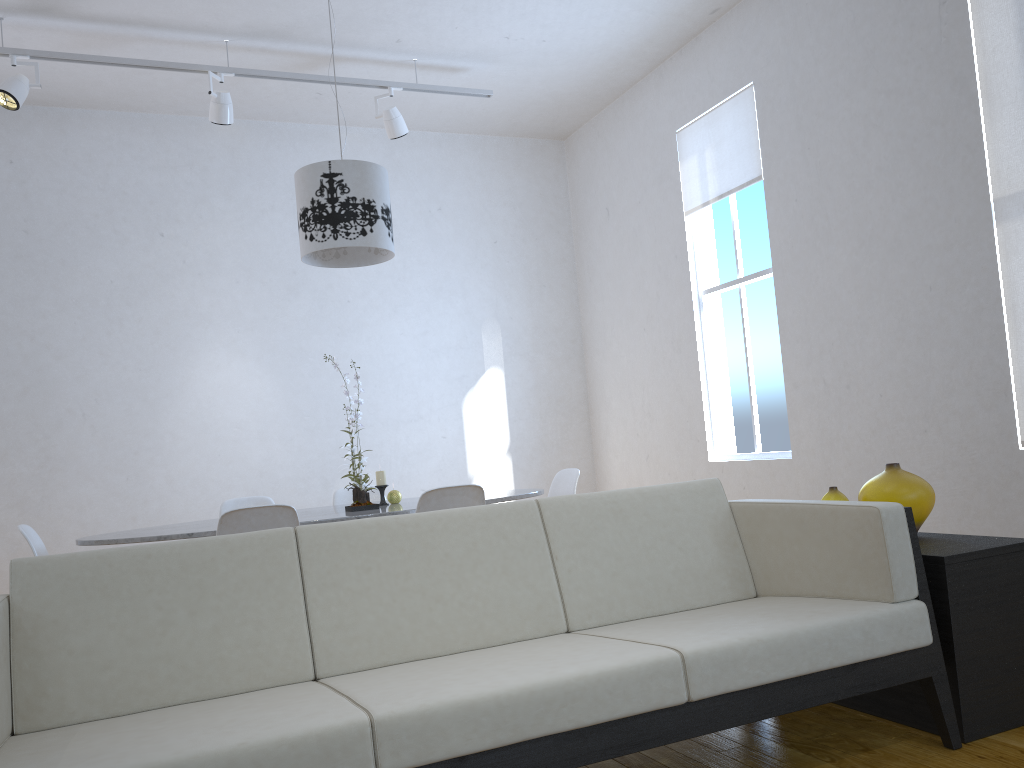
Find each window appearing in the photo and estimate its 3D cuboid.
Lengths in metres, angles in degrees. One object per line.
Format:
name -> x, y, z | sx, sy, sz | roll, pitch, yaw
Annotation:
window -> 1.374, -0.612, 5.315 | 0.073, 2.125, 0.776 | -4, -3, -24

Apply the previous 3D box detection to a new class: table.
table -> -0.728, 0.839, 3.675 | 1.908, 0.622, 1.073 | -3, -4, -25

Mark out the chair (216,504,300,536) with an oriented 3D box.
chair -> -0.911, 0.605, 3.174 | 0.405, 0.351, 0.420 | -4, -4, -20

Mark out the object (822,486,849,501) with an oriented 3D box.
object -> 0.961, 0.385, 2.629 | 0.096, 0.160, 0.096 | -6, -3, 18

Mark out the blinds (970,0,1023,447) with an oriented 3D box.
blinds -> 2.149, -0.830, 3.335 | 0.007, 2.107, 0.763 | -4, -3, -24

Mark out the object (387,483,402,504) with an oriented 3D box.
object -> -0.512, 0.474, 3.850 | 0.063, 0.091, 0.062 | -7, -3, 24

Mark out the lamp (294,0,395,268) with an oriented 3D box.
lamp -> -0.775, -1.308, 3.854 | 0.400, 1.536, 0.399 | -7, -3, 33

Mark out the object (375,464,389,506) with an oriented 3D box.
object -> -0.560, 0.432, 3.803 | 0.059, 0.176, 0.059 | -3, -3, -39

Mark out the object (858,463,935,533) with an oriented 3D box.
object -> 1.123, 0.340, 2.589 | 0.207, 0.215, 0.207 | -6, -4, 18

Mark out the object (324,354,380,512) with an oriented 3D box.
object -> -0.634, 0.196, 3.588 | 0.166, 0.637, 0.202 | -5, -3, 4

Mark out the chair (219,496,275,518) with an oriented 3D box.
chair -> -1.203, 0.706, 4.153 | 0.405, 0.351, 0.420 | -3, -4, -26

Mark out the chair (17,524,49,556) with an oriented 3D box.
chair -> -1.596, 0.678, 3.317 | 0.419, 0.351, 0.406 | -4, -4, -22

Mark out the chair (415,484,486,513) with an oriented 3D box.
chair -> -0.281, 0.568, 3.428 | 0.405, 0.351, 0.420 | -4, -4, -25

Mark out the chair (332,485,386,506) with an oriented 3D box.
chair -> -0.711, 0.677, 4.356 | 0.405, 0.351, 0.420 | -4, -4, -21

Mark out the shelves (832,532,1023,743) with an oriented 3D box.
shelves -> 1.091, 0.675, 2.559 | 0.349, 0.450, 0.732 | -4, -4, -24

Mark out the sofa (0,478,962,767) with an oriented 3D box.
sofa -> 0.179, 0.568, 1.407 | 5.333, 0.678, 9.748 | -3, -5, -24

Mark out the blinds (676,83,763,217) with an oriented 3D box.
blinds -> 1.230, -1.378, 5.316 | 0.007, 0.555, 0.763 | -4, -4, -24

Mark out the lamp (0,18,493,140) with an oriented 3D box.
lamp -> -1.550, -1.672, 4.961 | 3.115, 0.486, 0.205 | -3, -3, -26

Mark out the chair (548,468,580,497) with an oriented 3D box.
chair -> 0.103, 0.581, 4.066 | 0.419, 0.351, 0.406 | -4, -4, -22
